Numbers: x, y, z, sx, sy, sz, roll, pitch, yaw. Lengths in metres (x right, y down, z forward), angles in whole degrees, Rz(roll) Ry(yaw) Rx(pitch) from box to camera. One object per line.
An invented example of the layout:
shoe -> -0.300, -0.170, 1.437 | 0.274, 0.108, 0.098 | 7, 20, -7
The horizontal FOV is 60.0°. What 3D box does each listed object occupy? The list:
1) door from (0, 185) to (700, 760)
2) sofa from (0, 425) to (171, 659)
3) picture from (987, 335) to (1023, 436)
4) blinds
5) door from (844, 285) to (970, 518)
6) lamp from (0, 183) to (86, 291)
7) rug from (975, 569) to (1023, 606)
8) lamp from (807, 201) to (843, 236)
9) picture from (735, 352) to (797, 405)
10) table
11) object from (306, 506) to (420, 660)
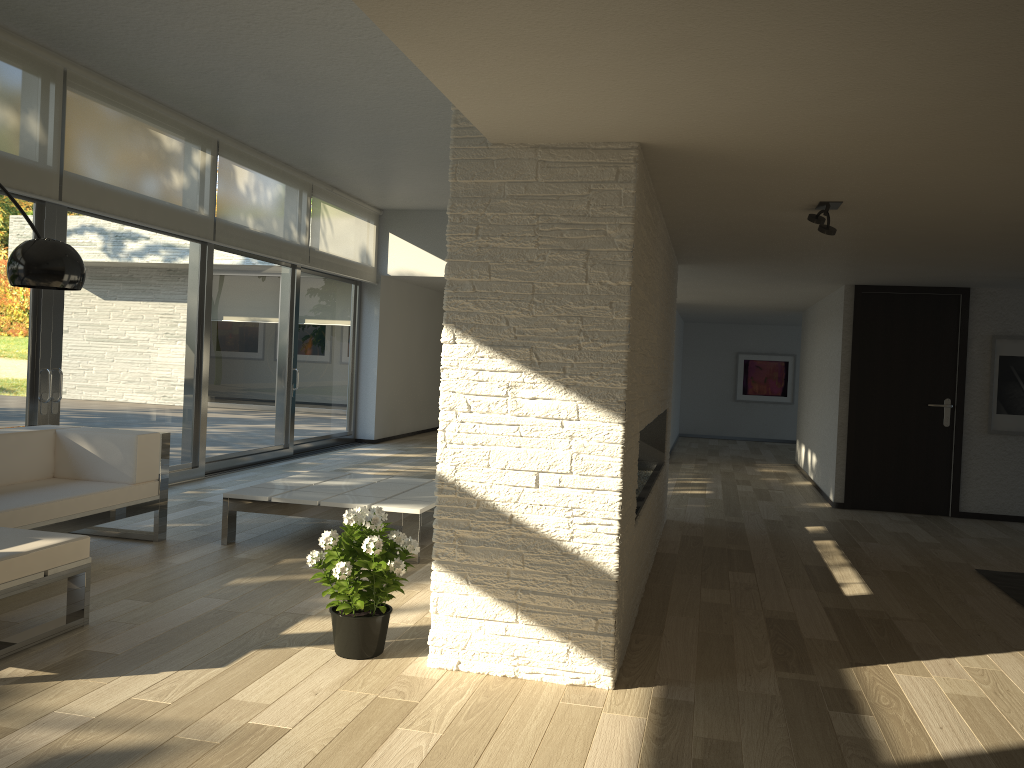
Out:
door -> -1.878, -0.138, 7.559 | 19.442, 2.373, 22.950 | 3, 1, 13
sofa -> -2.399, 0.620, 4.144 | 1.546, 0.654, 2.404 | 3, 1, 13
picture -> 4.484, 0.027, 7.351 | 0.959, 0.828, 0.017 | 3, 1, 13
blinds -> -3.012, -1.688, 5.918 | 0.056, 0.984, 11.530 | 3, 1, 13
door -> 3.382, 0.135, 7.625 | 0.920, 1.947, 0.108 | 3, 1, 13
lamp -> -2.490, -0.052, 3.145 | 1.753, 2.024, 0.283 | 2, 1, -35
rug -> 3.097, 1.175, 4.359 | 0.979, 0.011, 1.999 | 3, 1, 13
lamp -> 1.466, -0.766, 4.171 | 0.135, 0.153, 0.234 | 3, 1, 13
picture -> 4.237, -0.096, 14.818 | 0.959, 0.828, 0.017 | 3, 1, 13
table -> -0.981, 0.816, 5.689 | 1.220, 0.305, 1.220 | 3, 1, 13
object -> -0.574, 0.765, 3.457 | 0.405, 0.571, 0.430 | 3, 1, 35
